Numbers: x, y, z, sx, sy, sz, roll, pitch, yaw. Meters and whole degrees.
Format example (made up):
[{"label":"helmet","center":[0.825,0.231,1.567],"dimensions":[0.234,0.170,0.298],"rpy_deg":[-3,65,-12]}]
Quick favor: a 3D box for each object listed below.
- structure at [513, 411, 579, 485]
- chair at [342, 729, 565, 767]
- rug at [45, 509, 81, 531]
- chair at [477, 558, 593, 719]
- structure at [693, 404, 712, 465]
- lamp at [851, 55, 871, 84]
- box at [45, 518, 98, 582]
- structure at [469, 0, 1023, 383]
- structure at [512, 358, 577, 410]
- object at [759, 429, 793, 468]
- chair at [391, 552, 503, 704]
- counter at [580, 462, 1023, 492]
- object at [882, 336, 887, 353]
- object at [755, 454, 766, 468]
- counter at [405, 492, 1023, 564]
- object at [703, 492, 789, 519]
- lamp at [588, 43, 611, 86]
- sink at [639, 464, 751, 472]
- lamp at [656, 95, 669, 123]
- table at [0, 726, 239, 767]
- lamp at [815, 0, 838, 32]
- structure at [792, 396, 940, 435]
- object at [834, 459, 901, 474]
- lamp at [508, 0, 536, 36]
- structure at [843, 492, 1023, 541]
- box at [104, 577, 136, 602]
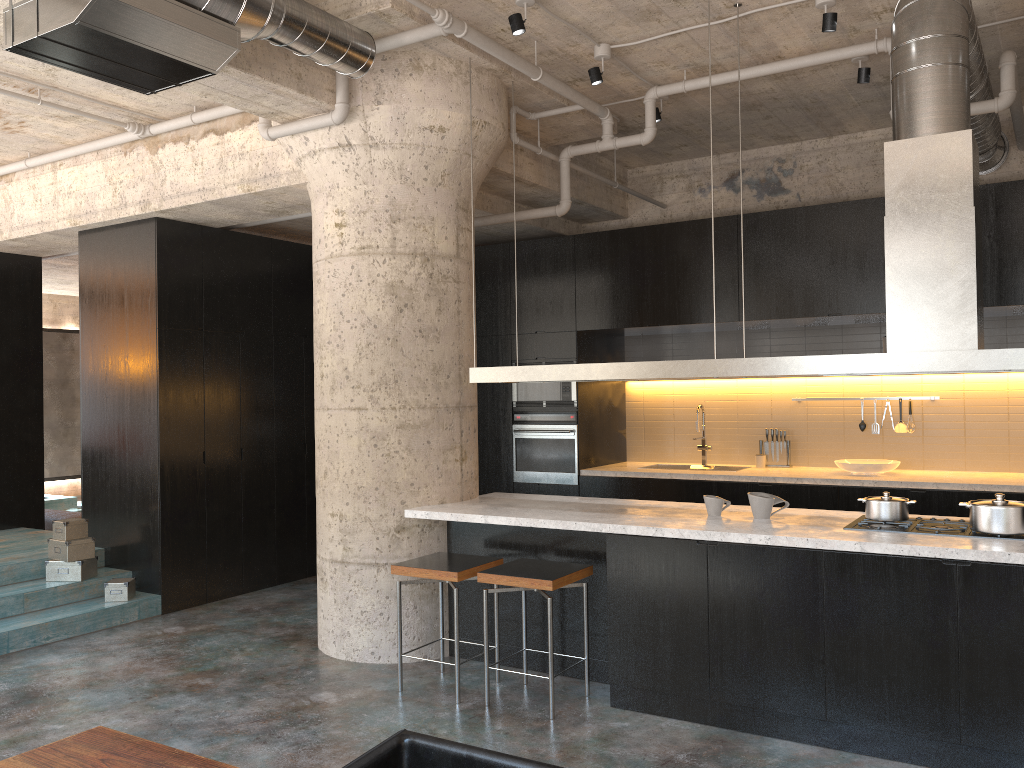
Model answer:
[{"label":"structure","center":[0.429,0.568,8.174],"dimensions":[0.664,0.651,0.649],"rpy_deg":[-1,-1,32]},{"label":"chair","center":[-0.125,1.289,2.010],"dimensions":[0.707,0.738,0.754],"rpy_deg":[-1,-1,32]},{"label":"rug","center":[-5.433,1.642,10.251],"dimensions":[1.759,0.377,0.541],"rpy_deg":[-1,-1,32]},{"label":"chair","center":[0.134,1.332,4.718],"dimensions":[0.450,0.698,0.450],"rpy_deg":[-1,-1,32]},{"label":"structure","center":[1.689,0.459,7.946],"dimensions":[0.125,0.559,0.269],"rpy_deg":[-1,-1,32]},{"label":"lamp","center":[2.211,-2.010,5.621],"dimensions":[0.107,0.236,0.145],"rpy_deg":[-1,-1,15]},{"label":"box","center":[-3.293,1.235,6.632],"dimensions":[0.331,0.441,0.280],"rpy_deg":[-1,-1,21]},{"label":"structure","center":[1.195,-1.079,4.725],"dimensions":[3.117,2.100,0.538],"rpy_deg":[-1,-1,32]},{"label":"structure","center":[0.444,0.003,8.219],"dimensions":[0.659,0.450,0.612],"rpy_deg":[-1,-1,32]},{"label":"object","center":[2.298,0.559,7.749],"dimensions":[0.291,0.336,0.060],"rpy_deg":[-1,-1,26]},{"label":"chair","center":[-0.353,1.343,4.963],"dimensions":[0.450,0.698,0.450],"rpy_deg":[-1,-1,32]},{"label":"counter","center":[2.714,0.784,7.068],"dimensions":[4.360,0.142,1.000],"rpy_deg":[-1,-1,32]},{"label":"object","center":[3.190,-0.283,7.088],"dimensions":[0.462,0.240,0.334],"rpy_deg":[-1,-1,29]},{"label":"object","center":[2.162,0.670,7.714],"dimensions":[0.092,0.117,0.092],"rpy_deg":[-1,-1,-19]},{"label":"counter","center":[1.109,0.739,4.794],"dimensions":[3.500,0.046,1.000],"rpy_deg":[-1,-1,32]},{"label":"object","center":[1.251,0.647,4.766],"dimensions":[0.437,0.133,0.188],"rpy_deg":[-1,-1,33]},{"label":"lamp","center":[0.547,-1.981,5.525],"dimensions":[0.145,0.236,0.107],"rpy_deg":[-1,-1,15]},{"label":"sink","center":[1.608,0.801,7.815],"dimensions":[0.890,0.134,0.458],"rpy_deg":[-1,-1,32]},{"label":"lamp","center":[1.048,-1.981,6.331],"dimensions":[0.145,0.236,0.107],"rpy_deg":[-1,-1,15]},{"label":"table","center":[-0.426,1.276,1.212],"dimensions":[2.410,0.756,1.299],"rpy_deg":[-1,-1,32]},{"label":"lamp","center":[1.701,-2.009,4.800],"dimensions":[0.107,0.236,0.145],"rpy_deg":[-1,-1,15]},{"label":"structure","center":[2.949,0.267,7.451],"dimensions":[1.171,0.315,0.074],"rpy_deg":[-1,-1,32]},{"label":"object","center":[2.833,0.665,7.075],"dimensions":[0.490,0.093,0.490],"rpy_deg":[-1,-1,29]},{"label":"lamp","center":[0.054,-1.981,4.732],"dimensions":[0.145,0.236,0.107],"rpy_deg":[-1,-1,15]},{"label":"structure","center":[2.086,0.601,4.288],"dimensions":[0.833,0.187,0.506],"rpy_deg":[-1,-1,32]},{"label":"box","center":[-2.913,1.530,6.596],"dimensions":[0.172,0.140,0.187],"rpy_deg":[-1,-1,-6]}]
